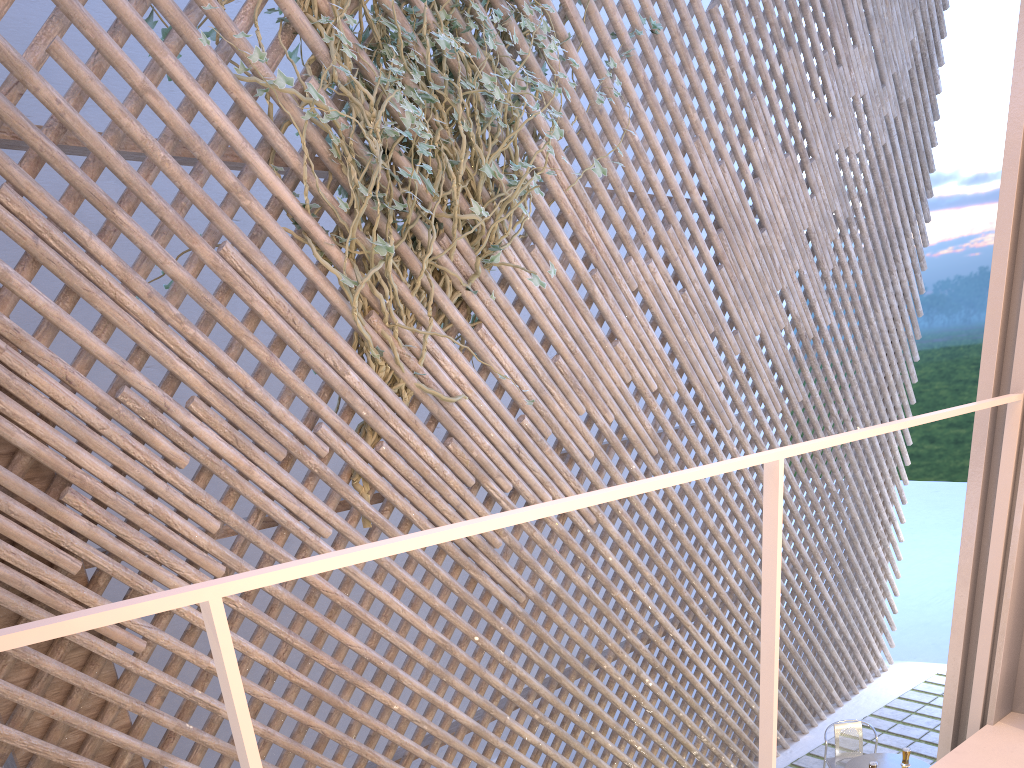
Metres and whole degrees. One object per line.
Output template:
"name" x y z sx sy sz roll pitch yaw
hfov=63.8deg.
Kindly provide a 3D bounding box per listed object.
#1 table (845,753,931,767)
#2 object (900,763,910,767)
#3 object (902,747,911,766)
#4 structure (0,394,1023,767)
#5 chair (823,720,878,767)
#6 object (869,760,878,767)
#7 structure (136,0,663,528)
"table" 1.559 1.751 3.415 0.350 0.364 0.316 -3 12 13
"object" 2.453 1.289 2.246 0.035 0.425 2.777 -21 10 -37
"object" 1.618 1.530 3.380 0.032 0.083 0.028 -4 18 6
"structure" 0.069 0.381 0.735 1.625 0.614 0.026 -8 18 -36
"chair" 1.538 1.727 3.707 0.263 0.414 0.223 -5 15 1
"object" 1.446 1.550 3.300 0.032 0.083 0.028 -4 18 6
"structure" -0.072 -1.069 2.181 0.711 2.972 2.210 13 22 43
